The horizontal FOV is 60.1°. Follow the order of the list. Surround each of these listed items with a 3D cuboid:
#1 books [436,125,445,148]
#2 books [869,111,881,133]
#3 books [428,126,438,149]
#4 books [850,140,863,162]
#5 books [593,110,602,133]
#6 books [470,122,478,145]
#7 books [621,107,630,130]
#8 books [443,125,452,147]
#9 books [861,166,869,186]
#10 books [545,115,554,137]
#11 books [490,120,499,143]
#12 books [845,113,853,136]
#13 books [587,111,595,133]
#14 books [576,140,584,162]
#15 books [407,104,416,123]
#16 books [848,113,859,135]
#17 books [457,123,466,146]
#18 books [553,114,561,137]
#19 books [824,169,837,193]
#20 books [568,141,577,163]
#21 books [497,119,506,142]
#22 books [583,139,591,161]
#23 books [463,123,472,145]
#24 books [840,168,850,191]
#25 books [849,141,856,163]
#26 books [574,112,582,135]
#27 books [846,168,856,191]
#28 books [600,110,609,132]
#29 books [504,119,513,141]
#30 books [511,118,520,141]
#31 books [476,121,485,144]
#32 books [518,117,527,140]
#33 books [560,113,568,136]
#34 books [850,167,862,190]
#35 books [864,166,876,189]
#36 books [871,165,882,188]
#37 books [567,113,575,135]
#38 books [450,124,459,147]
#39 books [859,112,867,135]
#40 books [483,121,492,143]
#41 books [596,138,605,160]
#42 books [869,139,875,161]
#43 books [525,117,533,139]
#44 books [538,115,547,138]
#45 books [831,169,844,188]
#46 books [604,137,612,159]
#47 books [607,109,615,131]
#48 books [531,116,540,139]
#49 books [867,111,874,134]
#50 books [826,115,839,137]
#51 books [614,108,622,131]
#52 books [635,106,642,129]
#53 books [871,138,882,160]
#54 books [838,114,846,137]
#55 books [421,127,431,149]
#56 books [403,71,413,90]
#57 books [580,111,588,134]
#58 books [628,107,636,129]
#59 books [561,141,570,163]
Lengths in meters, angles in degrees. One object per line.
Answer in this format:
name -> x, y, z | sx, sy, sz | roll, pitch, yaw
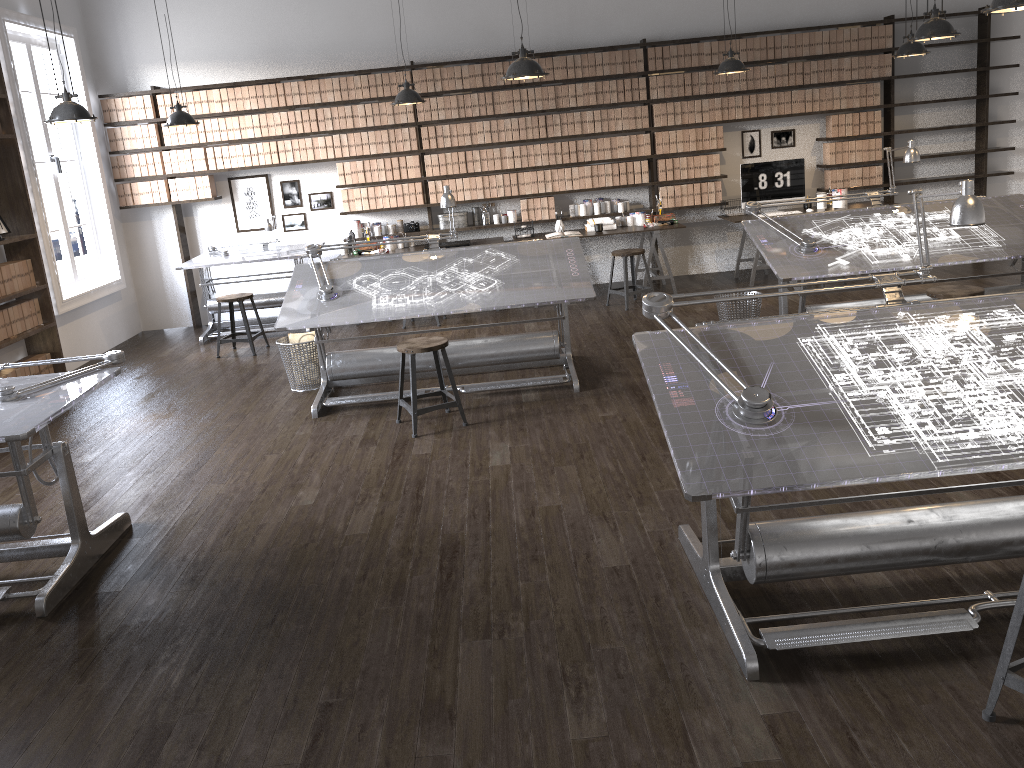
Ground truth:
books -> -0.727, -2.510, 9.001 | 0.067, 0.223, 0.176 | -6, 14, 0
books -> 3.722, -2.686, 9.091 | 0.067, 0.223, 0.176 | -6, 14, 0
books -> -0.802, -2.501, 8.995 | 0.067, 0.223, 0.176 | -6, 14, 0
books -> 3.555, -2.402, 9.147 | 0.067, 0.223, 0.176 | -6, 14, 0
books -> 0.863, -2.666, 9.007 | 0.067, 0.223, 0.176 | -6, 14, 0
books -> -0.382, -2.544, 9.002 | 0.067, 0.223, 0.176 | -6, 14, 0
books -> 1.144, -2.693, 9.008 | 0.067, 0.223, 0.176 | -6, 14, 0
books -> -0.656, -2.516, 8.997 | 0.067, 0.223, 0.176 | -6, 14, 0
books -> 3.648, -2.145, 9.214 | 0.067, 0.223, 0.176 | -6, 14, 0
books -> 0.382, -2.620, 9.009 | 0.067, 0.223, 0.176 | -6, 14, 0
books -> -0.177, -2.564, 9.004 | 0.067, 0.223, 0.176 | -6, 14, 0
books -> 3.427, -2.656, 9.087 | 0.067, 0.223, 0.176 | -6, 14, 0
books -> 0.791, -2.659, 9.009 | 0.067, 0.223, 0.176 | -6, 14, 0
books -> 0.692, -2.382, 9.073 | 0.067, 0.223, 0.176 | -6, 14, 0
books -> -1.017, -2.746, 8.933 | 0.067, 0.223, 0.176 | -6, 14, 0
books -> 3.498, -2.665, 9.092 | 0.067, 0.223, 0.176 | -6, 14, 0
books -> -0.515, -2.531, 9.002 | 0.067, 0.223, 0.176 | -6, 14, 0
books -> 0.453, -2.625, 9.005 | 0.067, 0.223, 0.176 | -6, 14, 0
books -> 3.316, -2.112, 9.212 | 0.067, 0.223, 0.176 | -6, 14, 0
books -> 0.618, -2.373, 9.067 | 0.067, 0.223, 0.176 | -6, 14, 0
books -> -0.108, -2.571, 9.006 | 0.067, 0.223, 0.176 | -6, 14, 0
books -> 0.763, -2.387, 9.069 | 0.067, 0.223, 0.176 | -6, 14, 0
books -> -0.448, -2.536, 8.997 | 0.067, 0.223, 0.176 | -6, 14, 0
books -> 3.450, -2.125, 9.212 | 0.067, 0.223, 0.176 | -6, 14, 0
books -> 3.483, -2.396, 9.149 | 0.067, 0.223, 0.176 | -6, 14, 0
books -> 0.662, -2.645, 9.005 | 0.067, 0.223, 0.176 | -6, 14, 0
books -> 3.512, -2.131, 9.211 | 0.067, 0.223, 0.176 | -6, 14, 0
books -> 0.933, -2.673, 9.012 | 0.067, 0.223, 0.176 | -6, 14, 0
books -> -0.038, -2.577, 9.003 | 0.067, 0.223, 0.176 | -6, 14, 0
books -> 0.034, -2.583, 9.000 | 0.067, 0.223, 0.176 | -6, 14, 0
books -> -0.319, -2.549, 9.001 | 0.067, 0.223, 0.176 | -6, 14, 0
books -> 0.106, -2.590, 9.000 | 0.067, 0.223, 0.176 | -6, 14, 0
books -> 0.524, -2.633, 9.010 | 0.067, 0.223, 0.176 | -6, 14, 0
books -> 3.578, -2.137, 9.210 | 0.067, 0.223, 0.176 | -6, 14, 0
books -> 3.718, -2.152, 9.216 | 0.067, 0.223, 0.176 | -6, 14, 0
books -> 3.783, -2.156, 9.210 | 0.067, 0.223, 0.176 | -6, 14, 0
books -> 0.594, -2.640, 9.010 | 0.067, 0.223, 0.176 | -6, 14, 0
books -> -0.586, -2.524, 9.002 | 0.067, 0.223, 0.176 | -6, 14, 0
books -> 3.572, -2.671, 9.087 | 0.067, 0.223, 0.176 | -6, 14, 0
books -> -0.247, -2.556, 8.999 | 0.067, 0.223, 0.176 | -6, 14, 0
books -> 0.904, -2.403, 9.074 | 0.067, 0.223, 0.176 | -6, 14, 0
books -> 3.684, -2.416, 9.152 | 0.067, 0.223, 0.176 | -6, 14, 0
books -> 0.169, -2.598, 9.005 | 0.067, 0.223, 0.176 | -6, 14, 0
books -> 0.308, -2.611, 9.003 | 0.067, 0.223, 0.176 | -6, 14, 0
books -> 3.383, -2.117, 9.207 | 0.067, 0.223, 0.176 | -6, 14, 0
books -> 0.972, -2.408, 9.069 | 0.067, 0.223, 0.176 | -6, 14, 0
books -> 1.002, -2.681, 9.014 | 0.067, 0.223, 0.176 | -6, 14, 0
books -> 0.234, -2.605, 9.008 | 0.067, 0.223, 0.176 | -6, 14, 0
books -> 3.646, -2.679, 9.093 | 0.067, 0.223, 0.176 | -6, 14, 0
books -> 3.286, -2.644, 9.090 | 0.067, 0.223, 0.176 | -6, 14, 0
books -> 1.071, -2.687, 9.011 | 0.067, 0.223, 0.176 | -6, 14, 0
books -> 1.272, -2.707, 9.013 | 0.067, 0.223, 0.176 | -6, 14, 0
books -> 3.754, -2.423, 9.153 | 0.067, 0.223, 0.176 | -6, 14, 0
books -> 3.356, -2.651, 9.090 | 0.067, 0.223, 0.176 | -6, 14, 0
books -> -0.875, -2.495, 9.000 | 0.067, 0.223, 0.176 | -6, 14, 0
books -> -1.035, -3.012, 8.870 | 0.067, 0.223, 0.176 | -6, 14, 0
books -> 0.728, -2.653, 9.010 | 0.067, 0.223, 0.176 | -6, 14, 0
books -> 1.210, -2.699, 9.008 | 0.067, 0.223, 0.176 | -6, 14, 0
books -> 0.544, -2.367, 9.072 | 0.067, 0.223, 0.176 | -6, 14, 0
